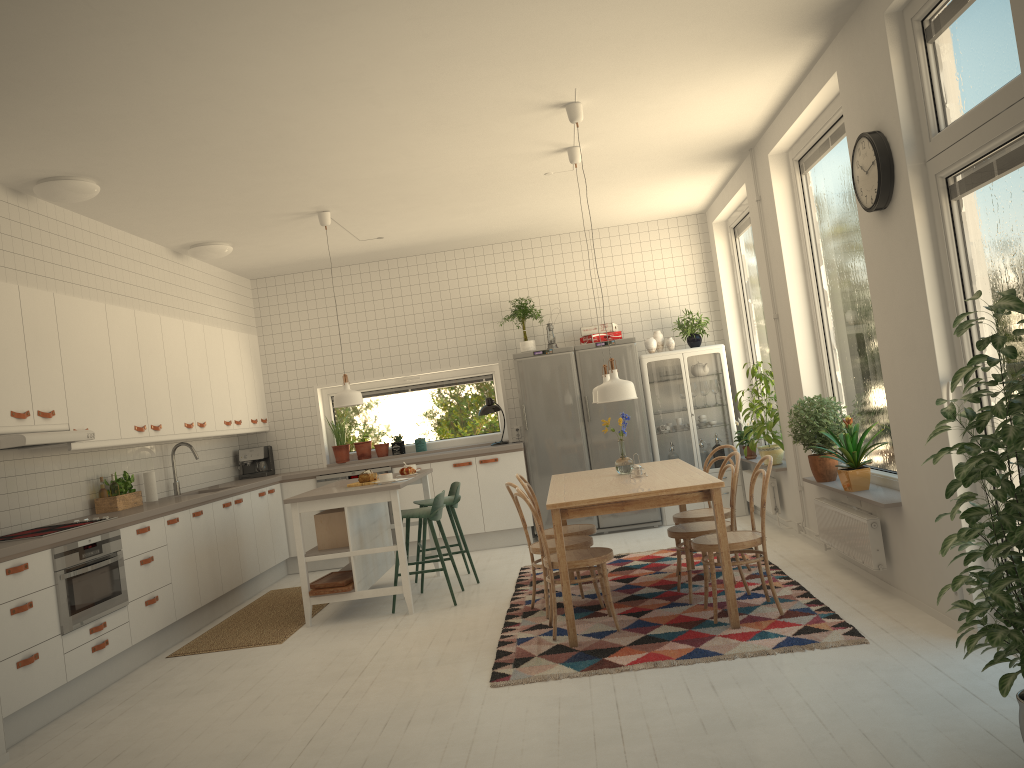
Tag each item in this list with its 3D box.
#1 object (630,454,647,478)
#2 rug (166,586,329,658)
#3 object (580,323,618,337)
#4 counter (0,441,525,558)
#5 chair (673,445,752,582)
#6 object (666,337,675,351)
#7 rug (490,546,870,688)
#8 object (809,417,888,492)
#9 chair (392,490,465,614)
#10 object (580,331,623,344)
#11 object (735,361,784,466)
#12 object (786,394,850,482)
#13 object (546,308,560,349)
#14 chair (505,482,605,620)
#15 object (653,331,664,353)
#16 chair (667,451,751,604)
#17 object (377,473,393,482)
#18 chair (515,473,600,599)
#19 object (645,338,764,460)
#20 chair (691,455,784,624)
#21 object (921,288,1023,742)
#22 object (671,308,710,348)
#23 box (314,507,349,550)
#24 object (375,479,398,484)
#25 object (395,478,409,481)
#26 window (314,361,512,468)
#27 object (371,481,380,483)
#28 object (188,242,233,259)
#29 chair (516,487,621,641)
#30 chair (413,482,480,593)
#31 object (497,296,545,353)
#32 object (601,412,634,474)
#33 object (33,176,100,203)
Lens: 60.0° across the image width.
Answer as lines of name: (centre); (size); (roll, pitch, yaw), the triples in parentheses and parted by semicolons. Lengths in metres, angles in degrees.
object: (0.743, 0.483, 5.273); (0.095, 0.138, 0.155); (-8, -2, 3)
rug: (-1.747, 1.691, 6.549); (0.750, 0.004, 1.999); (-8, -2, 3)
object: (0.832, -0.511, 8.420); (0.312, 0.082, 0.308); (-8, -2, 16)
counter: (-1.416, 0.784, 6.369); (2.856, 0.163, 4.843); (-8, -2, 3)
chair: (1.285, 0.832, 5.807); (0.484, 0.811, 0.385); (-7, -2, -24)
object: (1.476, -0.370, 8.257); (0.082, 0.126, 0.082); (-7, -2, -25)
rug: (0.842, 1.297, 5.520); (1.748, 0.035, 3.024); (-8, -2, 3)
object: (1.927, 0.401, 5.069); (0.417, 0.425, 0.487); (-8, -2, 10)
chair: (-0.625, 1.148, 6.196); (0.446, 0.752, 0.485); (-8, -2, 3)
object: (0.845, -0.429, 8.414); (0.309, 0.082, 0.312); (-7, -2, -17)
object: (1.995, 0.237, 7.077); (0.485, 0.841, 0.615); (-7, -2, -18)
object: (1.965, 0.344, 5.681); (0.383, 0.561, 0.395); (-8, -2, 1)
object: (0.380, -0.518, 8.364); (0.163, 0.383, 0.154); (-9, -2, 26)
chair: (0.252, 0.960, 5.368); (0.484, 0.811, 0.385); (-7, -2, -14)
object: (1.377, -0.395, 8.327); (0.102, 0.206, 0.102); (-7, -2, -13)
chair: (1.160, 0.833, 5.255); (0.483, 0.811, 0.385); (-8, -2, 1)
object: (-0.875, 0.651, 6.144); (0.098, 0.064, 0.094); (-6, -2, -38)
chair: (0.316, 0.966, 5.874); (0.483, 0.811, 0.385); (-8, -2, 6)
object: (1.731, 0.115, 8.023); (0.942, 1.208, 0.261); (-8, -2, 19)
chair: (1.204, 0.813, 4.750); (0.483, 0.811, 0.385); (-8, -2, 6)
object: (1.519, 0.418, 2.588); (0.514, 1.424, 0.568); (-6, -3, -44)
object: (1.692, -0.525, 8.366); (0.371, 0.385, 0.373); (-8, -2, 22)
box: (-1.211, 1.005, 6.231); (0.237, 0.242, 0.357); (-8, -2, 4)
object: (-0.869, 0.679, 6.144); (0.160, 0.020, 0.160); (-7, -2, -31)
object: (-0.812, 0.683, 6.305); (0.167, 0.005, 0.167); (-8, -2, -1)
window: (-0.979, 0.304, 8.920); (1.898, 0.816, 0.293); (-8, -2, 3)
object: (-0.928, 0.679, 6.161); (0.027, 0.011, 0.132); (-9, -2, 43)
object: (-2.450, -1.071, 7.209); (0.351, 0.101, 0.351); (-6, -2, -45)
chair: (0.313, 0.938, 4.861); (0.483, 0.811, 0.385); (-8, -2, 1)
chair: (-0.552, 1.155, 6.810); (0.446, 0.752, 0.485); (-7, -2, -12)
object: (0.123, -0.565, 8.375); (0.474, 0.545, 0.468); (-8, -2, 17)
object: (0.690, 0.372, 5.574); (0.145, 0.389, 0.206); (-6, -2, -35)
object: (-2.576, -1.112, 5.139); (0.351, 0.101, 0.351); (-6, -2, -45)
